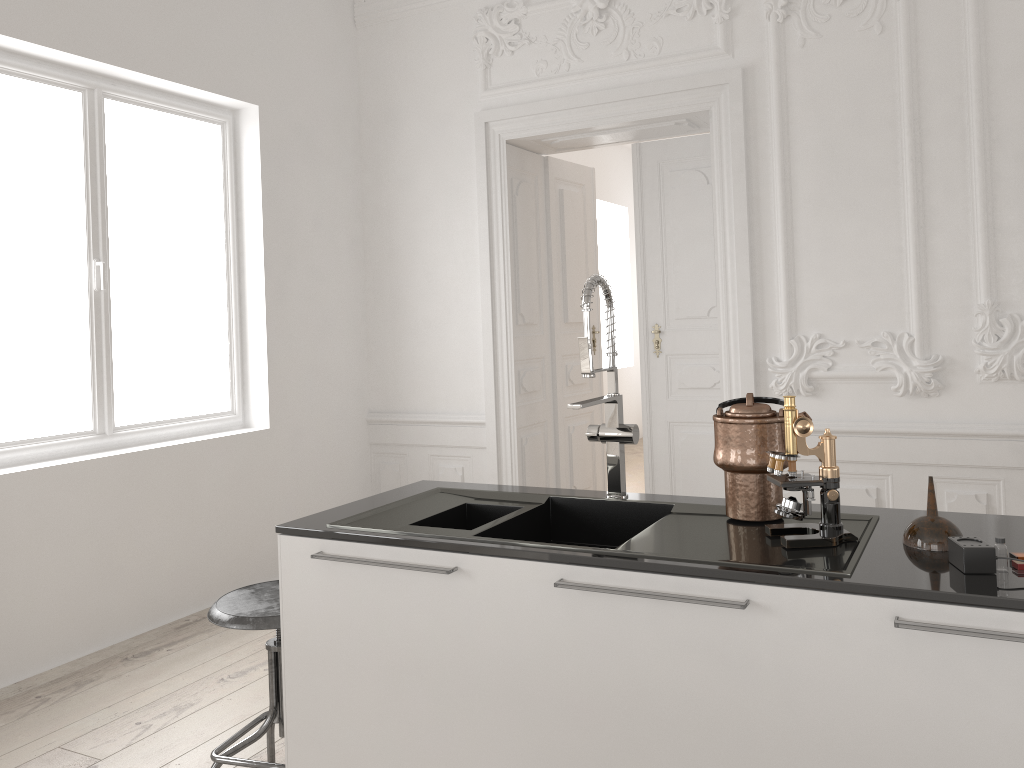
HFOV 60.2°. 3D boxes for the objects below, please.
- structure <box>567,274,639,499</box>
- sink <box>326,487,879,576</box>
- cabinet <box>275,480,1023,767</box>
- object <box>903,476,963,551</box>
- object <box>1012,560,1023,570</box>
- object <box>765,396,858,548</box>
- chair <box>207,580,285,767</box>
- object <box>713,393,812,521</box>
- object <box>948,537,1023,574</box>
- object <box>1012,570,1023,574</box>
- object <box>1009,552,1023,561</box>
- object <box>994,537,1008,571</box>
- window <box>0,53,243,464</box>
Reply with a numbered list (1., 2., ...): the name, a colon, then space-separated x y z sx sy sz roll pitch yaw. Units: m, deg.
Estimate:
1. structure: 0.205 0.014 2.212 0.130 0.582 0.280 -2 0 28
2. sink: 0.192 0.382 2.023 1.164 0.140 0.486 0 4 28
3. cabinet: 0.196 0.835 0.887 2.459 0.881 2.713 0 4 28
4. object: 0.820 0.246 1.726 0.111 0.132 0.111 -1 1 34
5. object: 0.898 0.316 1.542 0.039 0.011 0.026 -2 3 8
6. object: 0.602 0.169 1.801 0.169 0.291 0.132 -2 0 -2
7. chair: -0.666 0.907 2.572 0.402 0.578 0.402 -2 1 2
8. object: 0.559 0.161 2.024 0.186 0.280 0.208 -2 1 -21
9. object: 0.953 0.300 1.494 0.375 0.045 0.124 -1 4 17
10. object: 0.895 0.323 1.517 0.060 0.001 0.020 -2 4 8
11. object: 0.917 0.312 1.582 0.042 0.012 0.032 -1 3 13
12. object: 0.851 0.295 1.538 0.017 0.056 0.017 -2 0 8
13. window: -1.901 -0.574 4.137 0.070 1.740 1.729 -2 1 28
